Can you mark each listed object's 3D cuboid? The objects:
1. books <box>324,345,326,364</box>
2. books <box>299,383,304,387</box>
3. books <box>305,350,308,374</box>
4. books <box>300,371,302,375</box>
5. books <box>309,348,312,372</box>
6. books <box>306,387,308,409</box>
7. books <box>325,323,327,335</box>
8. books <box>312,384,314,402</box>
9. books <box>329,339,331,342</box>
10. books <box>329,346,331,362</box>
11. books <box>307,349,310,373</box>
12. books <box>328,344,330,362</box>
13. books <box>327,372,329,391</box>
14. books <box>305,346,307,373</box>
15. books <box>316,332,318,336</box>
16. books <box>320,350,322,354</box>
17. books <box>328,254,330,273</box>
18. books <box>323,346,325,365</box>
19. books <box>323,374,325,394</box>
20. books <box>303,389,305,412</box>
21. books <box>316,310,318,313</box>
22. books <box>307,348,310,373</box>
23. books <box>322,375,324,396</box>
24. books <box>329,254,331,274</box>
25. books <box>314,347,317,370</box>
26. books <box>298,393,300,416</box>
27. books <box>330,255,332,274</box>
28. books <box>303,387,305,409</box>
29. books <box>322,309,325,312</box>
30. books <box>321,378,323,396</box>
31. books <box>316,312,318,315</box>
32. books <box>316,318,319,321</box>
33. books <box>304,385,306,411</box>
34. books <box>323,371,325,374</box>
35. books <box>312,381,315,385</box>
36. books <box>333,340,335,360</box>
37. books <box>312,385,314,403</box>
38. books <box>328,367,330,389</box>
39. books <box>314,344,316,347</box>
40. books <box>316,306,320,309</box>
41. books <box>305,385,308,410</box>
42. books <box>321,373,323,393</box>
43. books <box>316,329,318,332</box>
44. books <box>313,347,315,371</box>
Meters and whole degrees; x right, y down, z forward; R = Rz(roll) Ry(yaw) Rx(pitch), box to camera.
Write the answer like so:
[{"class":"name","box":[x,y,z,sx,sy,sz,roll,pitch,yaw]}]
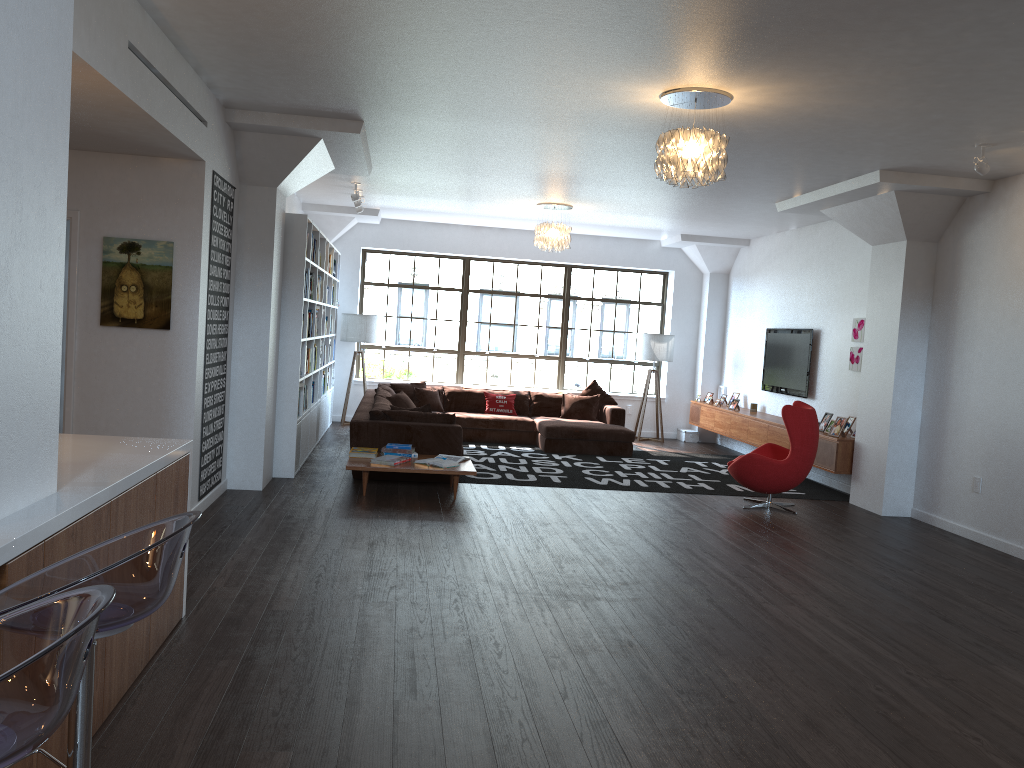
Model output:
[{"class":"books","box":[-2.425,-0.370,11.106,0.174,0.242,0.105,3,3,-7]},{"class":"books","box":[-2.089,0.004,8.355,0.223,0.027,0.161,4,3,2]},{"class":"books","box":[-2.171,-0.233,9.046,0.171,0.246,0.057,3,3,-7]},{"class":"books","box":[-2.114,-0.114,8.334,0.197,0.033,0.284,2,4,-32]},{"class":"books","box":[-2.200,-0.254,9.295,0.183,0.253,0.034,3,3,-7]},{"class":"books","box":[-2.216,0.140,9.212,0.174,0.236,0.142,3,3,-8]},{"class":"books","box":[-2.391,-0.699,11.154,0.110,0.153,0.019,3,3,-7]},{"class":"books","box":[-2.311,0.102,10.016,0.146,0.202,0.027,3,3,-7]},{"class":"books","box":[-2.480,-0.573,11.517,0.224,0.030,0.161,4,3,3]},{"class":"books","box":[-2.529,-0.408,11.941,0.161,0.221,0.035,3,3,-8]},{"class":"books","box":[-2.184,-0.242,9.127,0.183,0.253,0.034,3,3,-7]},{"class":"books","box":[-2.517,-0.423,11.803,0.183,0.253,0.042,3,3,-7]},{"class":"books","box":[-2.543,-0.043,11.824,0.189,0.247,0.057,3,3,-7]},{"class":"books","box":[-2.160,-0.247,8.919,0.176,0.290,0.053,3,3,-7]},{"class":"books","box":[-2.278,-0.563,9.948,0.171,0.039,0.246,3,3,-7]},{"class":"books","box":[-2.365,-0.380,10.408,0.253,0.040,0.183,3,3,-7]},{"class":"books","box":[-2.349,-1.485,10.982,0.171,0.246,0.057,3,3,-7]},{"class":"books","box":[-2.387,-0.356,10.855,0.182,0.253,0.098,3,3,-7]},{"class":"books","box":[-2.451,-0.001,11.175,0.183,0.253,0.034,3,3,-8]},{"class":"books","box":[-2.184,0.152,8.958,0.171,0.246,0.039,3,3,-7]},{"class":"books","box":[-2.270,-0.821,9.957,0.144,0.024,0.208,4,3,-2]},{"class":"books","box":[-2.184,-0.244,9.160,0.183,0.253,0.034,3,3,-7]},{"class":"books","box":[-2.432,0.012,10.981,0.183,0.253,0.034,3,3,-8]},{"class":"books","box":[-2.361,-1.495,11.063,0.183,0.253,0.034,3,3,-7]},{"class":"books","box":[-2.256,-0.286,9.794,0.183,0.253,0.034,3,3,-8]},{"class":"books","box":[-2.133,0.177,8.530,0.180,0.251,0.048,3,3,-7]},{"class":"books","box":[-2.378,-1.506,11.232,0.183,0.253,0.034,3,3,-7]},{"class":"books","box":[-2.178,0.151,8.885,0.183,0.253,0.042,3,3,-7]},{"class":"books","box":[-2.305,-0.861,10.287,0.224,0.030,0.161,4,3,3]},{"class":"books","box":[-2.415,0.033,10.901,0.161,0.223,0.026,3,3,-8]},{"class":"books","box":[-2.294,-0.797,9.964,0.223,0.027,0.161,3,4,-18]},{"class":"books","box":[-2.273,-0.729,9.941,0.183,0.042,0.253,3,3,-7]},{"class":"books","box":[-2.198,0.140,9.036,0.180,0.259,0.042,3,3,-7]},{"class":"books","box":[-2.463,-0.022,11.207,0.176,0.290,0.036,3,3,-8]},{"class":"books","box":[-2.325,0.082,10.099,0.140,0.231,0.042,3,3,-7]},{"class":"books","box":[-2.597,-0.487,12.503,0.176,0.290,0.053,3,3,-7]},{"class":"books","box":[-2.297,0.108,9.935,0.146,0.202,0.027,3,3,-7]},{"class":"books","box":[-2.579,-0.083,12.089,0.176,0.290,0.053,3,3,-7]},{"class":"books","box":[-2.268,-0.307,9.826,0.176,0.290,0.036,3,3,-8]},{"class":"books","box":[-2.192,-0.826,9.528,0.223,0.027,0.161,4,3,2]},{"class":"books","box":[-2.204,0.137,9.122,0.183,0.253,0.042,3,3,-7]},{"class":"books","box":[-2.421,0.006,10.827,0.198,0.284,0.066,3,3,-8]},{"class":"books","box":[-2.278,-0.602,9.943,0.160,0.039,0.251,4,3,-2]},{"class":"books","box":[-2.238,-0.275,9.634,0.183,0.253,0.034,3,3,-8]}]
